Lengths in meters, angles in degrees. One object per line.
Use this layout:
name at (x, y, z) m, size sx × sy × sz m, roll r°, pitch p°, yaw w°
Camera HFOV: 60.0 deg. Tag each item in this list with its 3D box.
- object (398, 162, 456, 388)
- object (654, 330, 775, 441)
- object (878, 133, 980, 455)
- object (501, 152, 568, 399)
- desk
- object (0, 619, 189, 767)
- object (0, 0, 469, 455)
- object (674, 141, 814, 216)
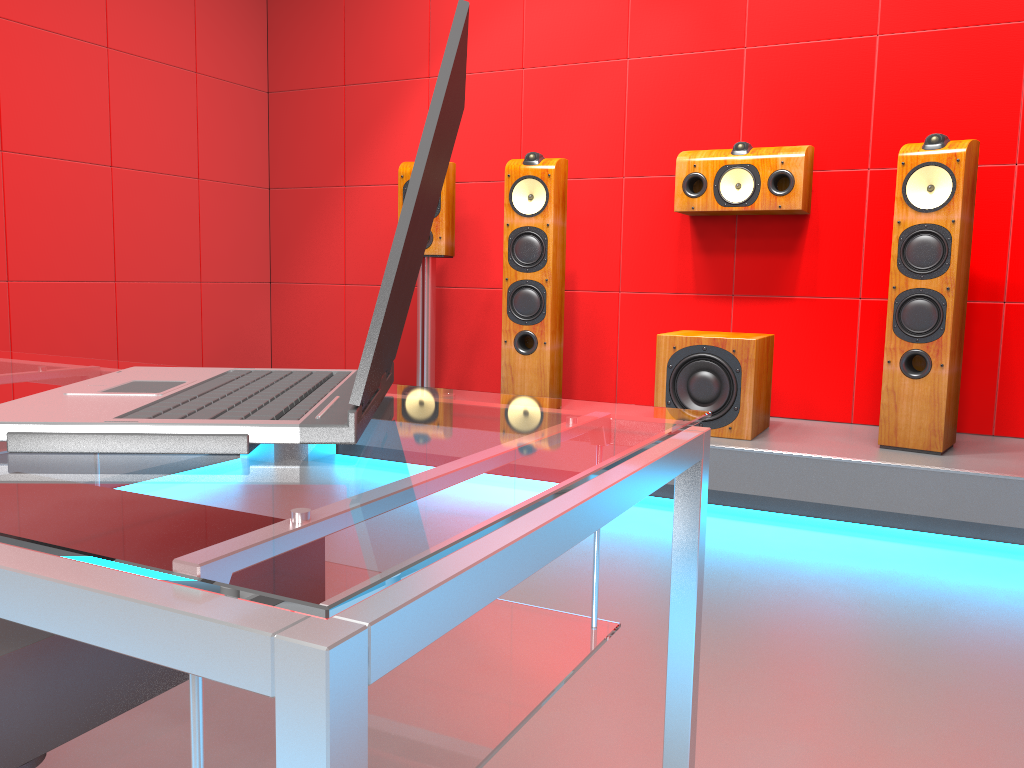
object at (-0.372, -0.444, 3.862) m, size 0.231 × 1.058 × 0.265 m, roll 2°, pitch 7°, yaw 6°
object at (0.762, -0.007, 3.339) m, size 0.360 × 0.360 × 0.360 m, roll 5°, pitch 8°, yaw 26°
object at (1.412, -0.303, 3.010) m, size 0.203 × 1.052 × 0.238 m, roll 6°, pitch 8°, yaw 36°
object at (0.091, -0.405, 3.635) m, size 0.203 × 1.052 × 0.238 m, roll 3°, pitch 7°, yaw 16°
desk at (-0.666, 0.337, 0.949) m, size 1.617 × 0.690 × 0.594 m, roll 5°, pitch 8°, yaw 26°
object at (-0.448, 0.182, 0.754) m, size 0.435 × 0.092 × 0.365 m, roll 5°, pitch 8°, yaw 26°
object at (-0.209, -0.117, 0.717) m, size 0.340 × 0.285 × 0.342 m, roll 1°, pitch 7°, yaw -4°
object at (0.923, -0.819, 3.534) m, size 0.493 × 0.271 × 0.235 m, roll 5°, pitch 8°, yaw 26°
